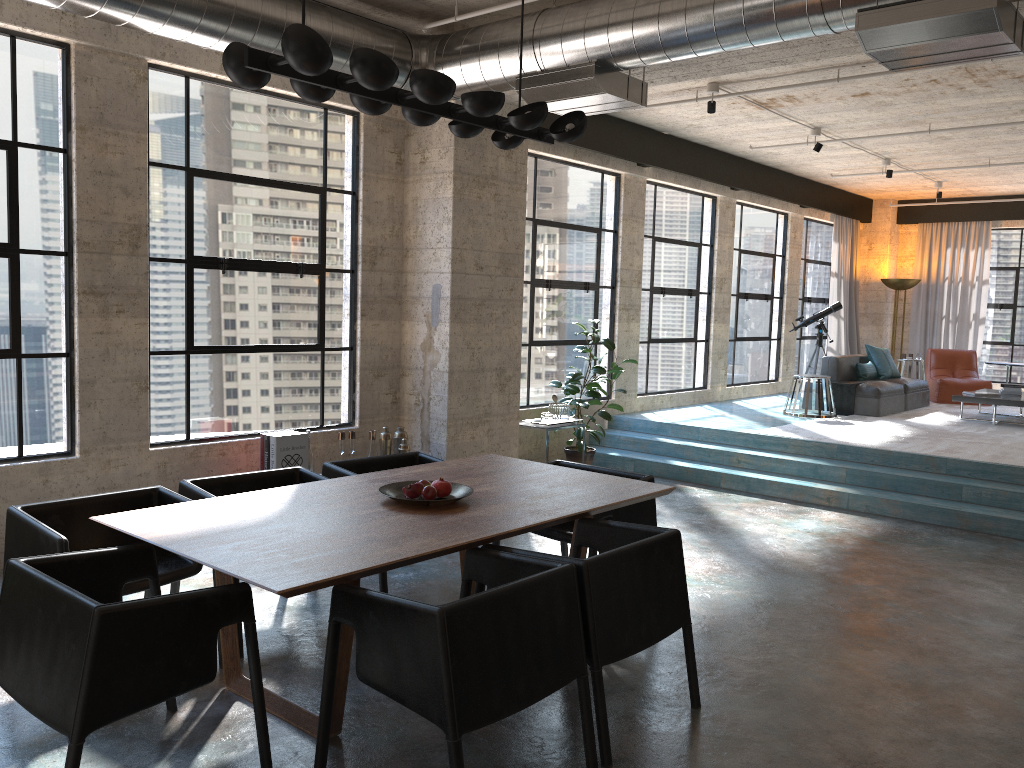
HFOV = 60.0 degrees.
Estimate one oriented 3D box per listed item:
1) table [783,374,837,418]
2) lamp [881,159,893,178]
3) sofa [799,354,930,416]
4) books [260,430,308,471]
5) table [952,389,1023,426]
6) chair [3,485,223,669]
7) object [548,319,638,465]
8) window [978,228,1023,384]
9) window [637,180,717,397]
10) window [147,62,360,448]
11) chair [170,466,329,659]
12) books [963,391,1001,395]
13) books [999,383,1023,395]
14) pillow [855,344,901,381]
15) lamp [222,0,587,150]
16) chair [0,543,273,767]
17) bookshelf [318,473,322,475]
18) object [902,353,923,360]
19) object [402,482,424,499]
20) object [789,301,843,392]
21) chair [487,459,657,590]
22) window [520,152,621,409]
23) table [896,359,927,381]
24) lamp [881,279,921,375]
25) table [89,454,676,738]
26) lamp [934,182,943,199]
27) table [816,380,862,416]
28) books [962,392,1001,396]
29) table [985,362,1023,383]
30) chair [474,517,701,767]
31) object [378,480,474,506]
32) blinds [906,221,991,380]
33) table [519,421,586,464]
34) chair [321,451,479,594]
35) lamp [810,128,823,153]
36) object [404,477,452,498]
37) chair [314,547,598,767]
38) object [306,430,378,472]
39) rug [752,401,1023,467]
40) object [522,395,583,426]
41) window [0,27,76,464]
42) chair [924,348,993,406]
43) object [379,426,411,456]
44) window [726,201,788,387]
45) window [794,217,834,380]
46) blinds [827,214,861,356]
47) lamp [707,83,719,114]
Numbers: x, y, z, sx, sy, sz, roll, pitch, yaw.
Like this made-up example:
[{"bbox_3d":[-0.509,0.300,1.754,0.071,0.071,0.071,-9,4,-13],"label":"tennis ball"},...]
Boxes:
[{"bbox_3d":[3.565,0.135,10.581,0.620,0.472,0.620,7,7,43],"label":"table"},{"bbox_3d":[4.788,-2.748,11.324,0.143,0.223,0.107,0,5,-16],"label":"lamp"},{"bbox_3d":[4.688,-0.034,11.667,1.019,0.680,2.063,6,7,40],"label":"sofa"},{"bbox_3d":[-1.609,0.527,6.246,0.191,0.362,0.277,6,7,40],"label":"books"},{"bbox_3d":[5.955,0.285,10.623,0.900,0.309,1.500,6,7,40],"label":"table"},{"bbox_3d":[-1.766,0.891,3.935,0.754,0.738,0.707,6,7,40],"label":"chair"},{"bbox_3d":[0.750,0.135,8.788,0.886,1.552,0.514,4,6,27],"label":"object"},{"bbox_3d":[7.746,-1.305,14.772,1.780,2.530,0.081,6,7,40],"label":"window"},{"bbox_3d":[2.045,-1.150,11.046,0.081,2.530,1.780,6,7,40],"label":"window"},{"bbox_3d":[-1.849,-0.868,6.527,0.081,2.530,1.780,6,7,40],"label":"window"},{"bbox_3d":[-1.264,0.852,4.547,0.707,0.738,0.754,-3,7,-44],"label":"chair"},{"bbox_3d":[5.582,0.108,10.528,0.318,0.011,0.252,2,5,0],"label":"books"},{"bbox_3d":[6.094,0.060,10.791,0.279,0.116,0.322,4,6,25],"label":"books"},{"bbox_3d":[4.796,-0.292,11.732,1.042,0.466,0.349,-2,7,-39],"label":"pillow"},{"bbox_3d":[-0.360,-1.831,3.866,0.583,1.327,1.813,6,7,40],"label":"lamp"},{"bbox_3d":[-1.337,0.985,3.041,0.707,0.738,0.754,6,7,40],"label":"chair"},{"bbox_3d":[-1.229,0.853,6.723,0.350,0.347,1.600,6,7,40],"label":"bookshelf"},{"bbox_3d":[5.653,-0.390,12.523,0.287,0.096,0.206,1,5,-9],"label":"object"},{"bbox_3d":[-0.446,0.485,4.052,0.110,0.082,0.088,1,5,-9],"label":"object"},{"bbox_3d":[4.421,-0.511,12.933,0.617,1.406,0.595,6,7,42],"label":"object"},{"bbox_3d":[0.368,0.860,5.032,0.707,0.738,0.754,6,7,40],"label":"chair"},{"bbox_3d":[0.581,-1.044,9.347,0.081,2.530,1.780,6,7,40],"label":"window"},{"bbox_3d":[5.650,-0.046,12.601,0.549,0.603,0.549,4,5,20],"label":"table"},{"bbox_3d":[6.369,-0.815,14.676,0.619,1.822,0.619,6,7,40],"label":"lamp"},{"bbox_3d":[-0.441,0.909,4.099,1.299,0.756,2.410,6,7,40],"label":"table"},{"bbox_3d":[6.301,-2.858,13.088,0.143,0.223,0.107,-1,6,-27],"label":"lamp"},{"bbox_3d":[3.999,0.167,10.897,0.420,0.390,0.413,6,7,40],"label":"table"},{"bbox_3d":[5.575,0.118,10.534,0.318,0.011,0.252,1,5,-5],"label":"books"},{"bbox_3d":[8.236,-0.001,13.404,2.004,0.530,0.715,6,7,39],"label":"table"},{"bbox_3d":[0.301,0.979,3.683,0.754,0.738,0.707,6,7,40],"label":"chair"},{"bbox_3d":[-0.394,0.493,4.070,0.435,0.079,0.435,1,5,-13],"label":"object"},{"bbox_3d":[7.219,-1.371,14.750,1.187,2.986,0.404,6,7,41],"label":"blinds"},{"bbox_3d":[0.326,0.648,8.352,0.450,0.563,0.600,6,7,40],"label":"table"},{"bbox_3d":[-0.675,0.816,5.154,0.707,0.738,0.754,-3,7,-44],"label":"chair"},{"bbox_3d":[3.294,-2.624,9.581,0.144,0.252,0.107,4,6,25],"label":"lamp"},{"bbox_3d":[-0.386,0.477,4.092,0.219,0.097,0.100,1,5,-6],"label":"object"},{"bbox_3d":[-0.184,1.013,3.134,0.754,0.738,0.707,6,7,40],"label":"chair"},{"bbox_3d":[-1.270,0.499,6.655,0.703,0.365,0.199,-2,6,-38],"label":"object"},{"bbox_3d":[6.053,0.413,10.927,2.954,0.032,7.768,6,7,40],"label":"rug"},{"bbox_3d":[0.392,0.243,8.328,0.327,0.253,0.546,6,7,40],"label":"object"},{"bbox_3d":[-5.308,-0.617,2.512,0.081,2.530,7.902,6,7,40],"label":"window"},{"bbox_3d":[6.448,-0.114,12.853,0.801,0.759,0.920,3,5,11],"label":"chair"},{"bbox_3d":[-0.856,0.492,7.069,0.415,0.333,0.248,1,5,-13],"label":"object"},{"bbox_3d":[3.508,-1.256,12.744,0.081,2.530,1.780,6,7,40],"label":"window"},{"bbox_3d":[4.971,-1.363,14.442,0.081,2.530,1.780,6,7,40],"label":"window"},{"bbox_3d":[5.602,-1.423,14.680,0.384,2.985,1.131,6,7,41],"label":"blinds"},{"bbox_3d":[1.779,-2.525,7.852,0.107,0.236,0.145,4,6,23],"label":"lamp"}]
